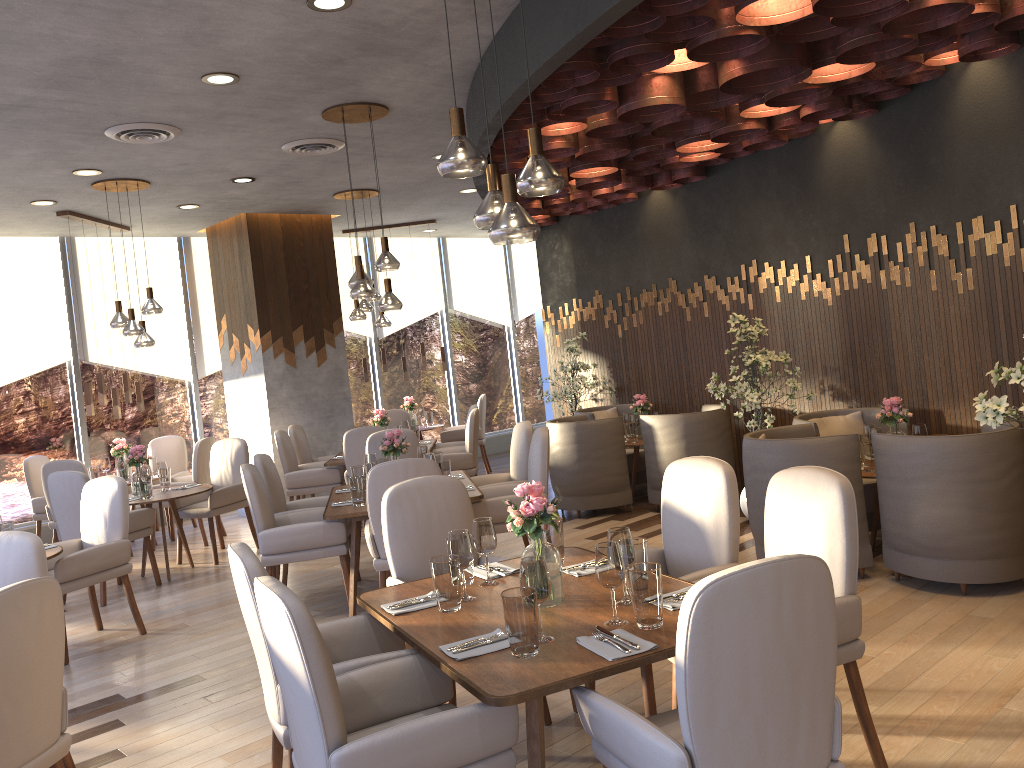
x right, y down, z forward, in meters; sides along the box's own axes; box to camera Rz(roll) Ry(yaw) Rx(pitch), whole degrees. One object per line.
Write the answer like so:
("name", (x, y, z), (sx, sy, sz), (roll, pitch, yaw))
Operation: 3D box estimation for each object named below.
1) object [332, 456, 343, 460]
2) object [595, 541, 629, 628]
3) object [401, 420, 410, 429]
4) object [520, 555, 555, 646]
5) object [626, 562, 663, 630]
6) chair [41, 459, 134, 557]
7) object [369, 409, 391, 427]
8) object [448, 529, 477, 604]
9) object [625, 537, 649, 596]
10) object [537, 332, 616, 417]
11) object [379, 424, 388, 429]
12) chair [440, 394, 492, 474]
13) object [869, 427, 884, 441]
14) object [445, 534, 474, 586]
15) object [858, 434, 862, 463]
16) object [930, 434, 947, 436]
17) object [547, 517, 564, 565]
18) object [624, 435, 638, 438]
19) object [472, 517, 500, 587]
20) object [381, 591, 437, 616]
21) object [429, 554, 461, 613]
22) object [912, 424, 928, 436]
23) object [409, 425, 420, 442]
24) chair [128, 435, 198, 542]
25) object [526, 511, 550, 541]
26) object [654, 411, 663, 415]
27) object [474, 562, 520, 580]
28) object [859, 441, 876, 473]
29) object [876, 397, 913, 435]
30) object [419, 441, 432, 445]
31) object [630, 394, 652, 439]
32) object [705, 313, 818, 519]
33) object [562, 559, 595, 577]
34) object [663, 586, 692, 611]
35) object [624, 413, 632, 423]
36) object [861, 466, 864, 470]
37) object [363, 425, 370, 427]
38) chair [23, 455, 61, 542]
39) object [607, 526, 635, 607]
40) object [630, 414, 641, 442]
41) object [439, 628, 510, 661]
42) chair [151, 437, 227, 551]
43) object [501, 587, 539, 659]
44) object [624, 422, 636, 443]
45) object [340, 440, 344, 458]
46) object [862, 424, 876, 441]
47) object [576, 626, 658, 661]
("object", (-1.581, 0.689, 8.436), (0.255, 0.019, 0.157), (-6, 2, 0))
("object", (0.301, 0.604, 2.679), (0.092, 0.244, 0.092), (-7, 1, -21))
("object", (-1.085, 0.496, 9.031), (0.092, 0.244, 0.092), (-6, 1, 44))
("object", (0.073, 0.633, 2.599), (0.092, 0.244, 0.092), (-6, 1, 38))
("object", (0.399, 0.629, 2.625), (0.102, 0.178, 0.102), (-5, 1, 42))
("chair", (-3.810, 1.134, 7.925), (0.528, 1.000, 0.600), (-6, 1, 8))
("object", (-1.275, 0.448, 8.701), (0.210, 0.415, 0.198), (-6, 1, 25))
("object", (-0.175, 0.639, 3.115), (0.092, 0.244, 0.092), (-6, 1, -7))
("object", (0.412, 0.613, 2.967), (0.102, 0.178, 0.102), (-6, 1, -9))
("object", (0.654, 0.272, 9.307), (0.748, 1.616, 0.787), (-7, 1, -36))
("object", (-1.303, 0.520, 9.039), (0.092, 0.244, 0.092), (-7, 1, -22))
("chair", (-0.568, 0.650, 10.974), (0.599, 1.000, 0.528), (-6, 1, 1))
("object", (2.208, 0.389, 5.347), (0.092, 0.244, 0.092), (-6, 1, 17))
("object", (-0.192, 0.665, 3.339), (0.102, 0.178, 0.102), (-7, 1, -22))
("object", (2.180, 0.413, 5.639), (0.102, 0.178, 0.102), (-7, 1, -39))
("object", (2.523, 0.392, 5.224), (0.102, 0.178, 0.102), (-6, 1, -8))
("object", (0.157, 0.620, 3.480), (0.102, 0.178, 0.102), (-6, 1, 21))
("object", (1.136, 0.493, 8.433), (0.157, 0.019, 0.255), (-7, 3, -23))
("object", (-0.097, 0.623, 3.293), (0.092, 0.244, 0.092), (-7, 1, -26))
("object", (-0.327, 0.768, 3.139), (0.255, 0.019, 0.157), (-7, 3, -26))
("object", (-0.221, 0.681, 3.018), (0.102, 0.178, 0.102), (-7, 1, -20))
("object", (2.448, 0.364, 5.307), (0.092, 0.244, 0.092), (-6, 1, 21))
("object", (-0.992, 0.516, 9.094), (0.102, 0.178, 0.102), (-6, 1, 28))
("chair", (-3.655, 1.064, 9.206), (0.528, 1.000, 0.600), (-6, 1, 5))
("object", (0.102, 0.597, 3.384), (0.092, 0.244, 0.092), (-7, 1, -22))
("object", (1.342, 0.372, 8.084), (0.092, 0.244, 0.092), (-6, 1, -2))
("object", (-0.068, 0.726, 3.459), (0.158, 0.019, 0.255), (-8, 3, -28))
("object", (2.129, 0.433, 5.277), (0.102, 0.178, 0.102), (-6, 1, 33))
("object", (2.343, 0.284, 5.433), (0.198, 0.415, 0.210), (-7, 1, -30))
("object", (-0.938, 0.597, 8.935), (0.255, 0.019, 0.157), (-6, 2, 2))
("object", (1.208, 0.296, 8.189), (0.210, 0.415, 0.198), (-6, 1, 25))
("object", (1.911, 0.237, 6.775), (0.789, 1.616, 0.746), (-7, 1, -16))
("object", (0.278, 0.692, 3.358), (0.255, 0.019, 0.157), (-7, 3, -25))
("object", (0.533, 0.685, 2.844), (0.255, 0.019, 0.157), (-7, 3, -25))
("object", (1.091, 0.392, 8.269), (0.092, 0.244, 0.092), (-6, 1, 25))
("object", (2.079, 0.513, 5.433), (0.255, 0.019, 0.157), (-6, 2, -3))
("object", (-1.452, 0.542, 8.914), (0.092, 0.244, 0.092), (-6, 1, 25))
("chair", (-4.320, 1.163, 8.592), (0.599, 1.000, 0.528), (-6, 1, 1))
("object", (0.357, 0.590, 2.870), (0.092, 0.244, 0.092), (-6, 1, 17))
("object", (1.119, 0.397, 8.058), (0.092, 0.244, 0.092), (-6, 1, 22))
("object", (-0.078, 0.762, 2.623), (0.255, 0.019, 0.157), (-7, 3, -26))
("chair", (-3.134, 1.035, 8.514), (0.599, 1.000, 0.528), (-6, 1, 5))
("object", (0.028, 0.675, 2.502), (0.102, 0.178, 0.102), (-7, 1, -20))
("object", (1.065, 0.440, 7.966), (0.102, 0.178, 0.102), (-6, 1, 6))
("object", (-1.541, 0.611, 8.276), (0.102, 0.178, 0.102), (-6, 1, 6))
("object", (2.249, 0.375, 5.558), (0.092, 0.244, 0.092), (-6, 1, 42))
("object", (0.284, 0.726, 2.516), (0.157, 0.019, 0.255), (-7, 3, -24))
